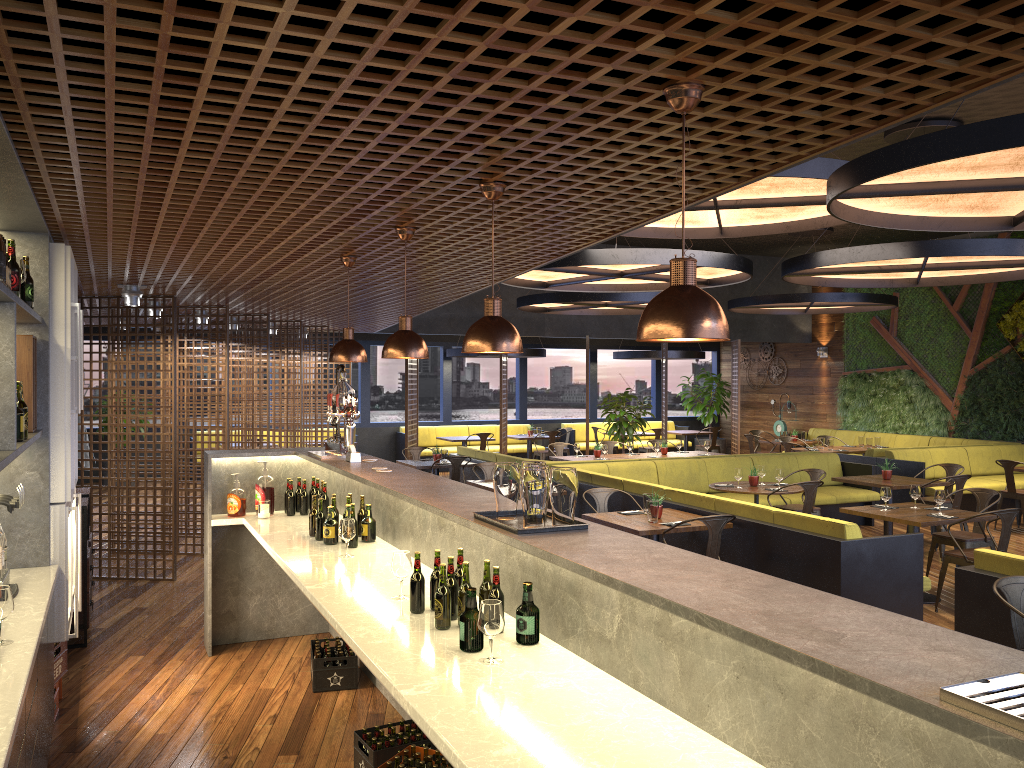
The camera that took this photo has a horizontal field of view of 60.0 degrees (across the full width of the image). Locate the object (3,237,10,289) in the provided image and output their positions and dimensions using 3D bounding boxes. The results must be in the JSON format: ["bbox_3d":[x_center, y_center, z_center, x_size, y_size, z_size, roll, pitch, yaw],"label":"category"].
[{"bbox_3d":[-1.944,-0.447,3.374,0.056,0.227,0.056,0,1,42],"label":"object"}]

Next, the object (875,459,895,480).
[{"bbox_3d":[4.350,0.971,10.259,0.260,0.271,0.238,0,0,11],"label":"object"}]

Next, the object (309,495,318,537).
[{"bbox_3d":[-1.230,0.819,5.516,0.063,0.254,0.063,0,0,18],"label":"object"}]

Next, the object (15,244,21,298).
[{"bbox_3d":[-2.101,-0.464,3.728,0.063,0.254,0.063,0,0,38],"label":"object"}]

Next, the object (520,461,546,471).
[{"bbox_3d":[0.083,0.401,3.372,0.105,0.209,0.105,0,0,11],"label":"object"}]

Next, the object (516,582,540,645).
[{"bbox_3d":[0.059,0.851,3.302,0.088,0.224,0.088,0,0,30],"label":"object"}]

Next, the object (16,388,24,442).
[{"bbox_3d":[-2.092,0.130,3.712,0.088,0.224,0.088,0,0,35],"label":"object"}]

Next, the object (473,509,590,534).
[{"bbox_3d":[0.061,0.497,3.227,0.273,0.019,0.437,0,0,-24],"label":"object"}]

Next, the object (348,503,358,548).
[{"bbox_3d":[-0.926,0.822,5.152,0.063,0.254,0.063,0,0,-37],"label":"object"}]

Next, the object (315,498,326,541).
[{"bbox_3d":[-1.163,0.820,5.381,0.063,0.254,0.063,0,0,28],"label":"object"}]

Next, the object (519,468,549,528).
[{"bbox_3d":[0.079,0.403,3.110,0.105,0.209,0.105,0,0,11],"label":"object"}]

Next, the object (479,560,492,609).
[{"bbox_3d":[-0.101,0.834,3.560,0.063,0.254,0.063,0,0,3],"label":"object"}]

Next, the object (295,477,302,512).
[{"bbox_3d":[-1.565,0.813,6.519,0.063,0.254,0.063,0,0,18],"label":"object"}]

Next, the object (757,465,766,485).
[{"bbox_3d":[2.764,1.006,9.807,0.097,0.206,0.097,0,0,14],"label":"object"}]

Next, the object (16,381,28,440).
[{"bbox_3d":[-2.135,0.115,3.845,0.063,0.254,0.063,0,0,-22],"label":"object"}]

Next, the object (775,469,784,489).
[{"bbox_3d":[2.844,1.008,9.431,0.097,0.206,0.097,0,0,0],"label":"object"}]

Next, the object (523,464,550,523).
[{"bbox_3d":[0.088,0.402,3.234,0.105,0.209,0.105,0,0,11],"label":"object"}]

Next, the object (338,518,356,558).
[{"bbox_3d":[-0.910,0.848,4.891,0.097,0.206,0.097,0,0,7],"label":"object"}]

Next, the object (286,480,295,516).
[{"bbox_3d":[-1.580,0.813,6.338,0.063,0.254,0.063,0,0,-37],"label":"object"}]

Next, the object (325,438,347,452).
[{"bbox_3d":[-1.250,0.437,6.344,0.177,0.091,0.091,0,1,41],"label":"object"}]

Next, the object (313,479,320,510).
[{"bbox_3d":[-1.408,0.813,6.427,0.063,0.254,0.063,0,0,38],"label":"object"}]

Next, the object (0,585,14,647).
[{"bbox_3d":[-1.895,0.856,3.278,0.097,0.206,0.097,0,0,34],"label":"object"}]

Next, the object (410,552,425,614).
[{"bbox_3d":[-0.398,0.833,3.727,0.063,0.254,0.063,0,0,-27],"label":"object"}]

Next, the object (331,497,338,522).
[{"bbox_3d":[-1.095,0.820,5.430,0.063,0.254,0.063,0,0,3],"label":"object"}]

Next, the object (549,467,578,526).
[{"bbox_3d":[0.182,0.403,3.144,0.105,0.209,0.105,0,0,11],"label":"object"}]

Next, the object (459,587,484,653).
[{"bbox_3d":[-0.146,0.851,3.212,0.088,0.224,0.088,0,0,5],"label":"object"}]

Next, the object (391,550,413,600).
[{"bbox_3d":[-0.494,0.855,3.975,0.097,0.206,0.097,0,0,25],"label":"object"}]

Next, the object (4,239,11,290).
[{"bbox_3d":[-1.970,-0.448,3.430,0.056,0.227,0.056,0,0,-38],"label":"object"}]

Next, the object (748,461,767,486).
[{"bbox_3d":[2.620,0.971,9.629,0.238,0.271,0.260,0,0,-3],"label":"object"}]

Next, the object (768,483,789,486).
[{"bbox_3d":[2.919,1.100,9.728,0.255,0.019,0.157,0,0,-22],"label":"object"}]

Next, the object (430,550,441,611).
[{"bbox_3d":[-0.317,0.833,3.770,0.063,0.254,0.063,0,0,38],"label":"object"}]

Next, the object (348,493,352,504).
[{"bbox_3d":[-1.024,0.819,5.601,0.063,0.254,0.063,0,0,-27],"label":"object"}]

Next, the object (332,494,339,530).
[{"bbox_3d":[-1.120,0.819,5.576,0.063,0.254,0.063,0,0,38],"label":"object"}]

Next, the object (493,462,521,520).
[{"bbox_3d":[-0.019,0.401,3.318,0.105,0.209,0.105,0,0,11],"label":"object"}]

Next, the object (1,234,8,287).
[{"bbox_3d":[-1.919,-0.447,3.319,0.056,0.227,0.056,0,0,27],"label":"object"}]

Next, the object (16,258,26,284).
[{"bbox_3d":[-2.157,-0.441,3.838,0.097,0.206,0.097,0,0,34],"label":"object"}]

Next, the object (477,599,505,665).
[{"bbox_3d":[-0.073,0.861,3.089,0.097,0.206,0.097,0,0,7],"label":"object"}]

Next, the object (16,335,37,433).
[{"bbox_3d":[-2.460,-0.002,4.403,0.161,0.475,0.300,0,0,-25],"label":"object"}]

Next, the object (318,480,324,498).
[{"bbox_3d":[-1.347,0.814,6.307,0.063,0.254,0.063,0,0,3],"label":"object"}]

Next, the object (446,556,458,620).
[{"bbox_3d":[-0.251,0.833,3.628,0.063,0.254,0.063,0,0,-32],"label":"object"}]

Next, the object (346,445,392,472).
[{"bbox_3d":[-0.814,0.437,5.335,0.200,0.106,0.766,0,0,-24],"label":"object"}]

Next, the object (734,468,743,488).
[{"bbox_3d":[2.420,1.007,9.483,0.097,0.206,0.097,0,0,17],"label":"object"}]

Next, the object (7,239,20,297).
[{"bbox_3d":[-2.044,-0.463,3.620,0.063,0.254,0.063,0,0,-27],"label":"object"}]

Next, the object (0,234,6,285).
[{"bbox_3d":[-1.840,-0.498,3.138,0.084,0.330,0.084,0,0,-18],"label":"object"}]

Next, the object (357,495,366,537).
[{"bbox_3d":[-0.931,0.820,5.514,0.063,0.254,0.063,0,0,38],"label":"object"}]

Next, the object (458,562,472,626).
[{"bbox_3d":[-0.184,0.834,3.521,0.063,0.254,0.063,0,0,3],"label":"object"}]

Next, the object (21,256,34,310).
[{"bbox_3d":[-2.256,-0.466,4.118,0.063,0.254,0.063,0,0,3],"label":"object"}]

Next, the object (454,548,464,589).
[{"bbox_3d":[-0.222,0.833,3.810,0.063,0.254,0.063,0,0,-22],"label":"object"}]

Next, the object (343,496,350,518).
[{"bbox_3d":[-1.012,0.820,5.477,0.063,0.254,0.063,0,0,-22],"label":"object"}]

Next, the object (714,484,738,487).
[{"bbox_3d":[2.325,1.100,9.630,0.255,0.019,0.157,0,0,8],"label":"object"}]

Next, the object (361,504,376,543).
[{"bbox_3d":[-0.863,0.836,5.336,0.088,0.224,0.088,0,0,-30],"label":"object"}]

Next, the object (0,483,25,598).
[{"bbox_3d":[-2.327,0.707,4.011,0.204,0.492,0.310,0,0,-24],"label":"object"}]

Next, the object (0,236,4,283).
[{"bbox_3d":[-1.798,-0.498,3.051,0.084,0.330,0.084,0,0,-18],"label":"object"}]

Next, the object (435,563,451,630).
[{"bbox_3d":[-0.272,0.834,3.486,0.063,0.254,0.063,0,0,-22],"label":"object"}]

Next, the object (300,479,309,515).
[{"bbox_3d":[-1.491,0.813,6.367,0.063,0.254,0.063,0,0,-32],"label":"object"}]

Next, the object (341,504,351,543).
[{"bbox_3d":[-0.979,0.836,5.316,0.088,0.224,0.088,0,0,5],"label":"object"}]

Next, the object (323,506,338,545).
[{"bbox_3d":[-1.074,0.836,5.255,0.088,0.224,0.088,0,0,20],"label":"object"}]

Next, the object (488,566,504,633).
[{"bbox_3d":[-0.062,0.836,3.444,0.063,0.254,0.063,0,0,-17],"label":"object"}]
